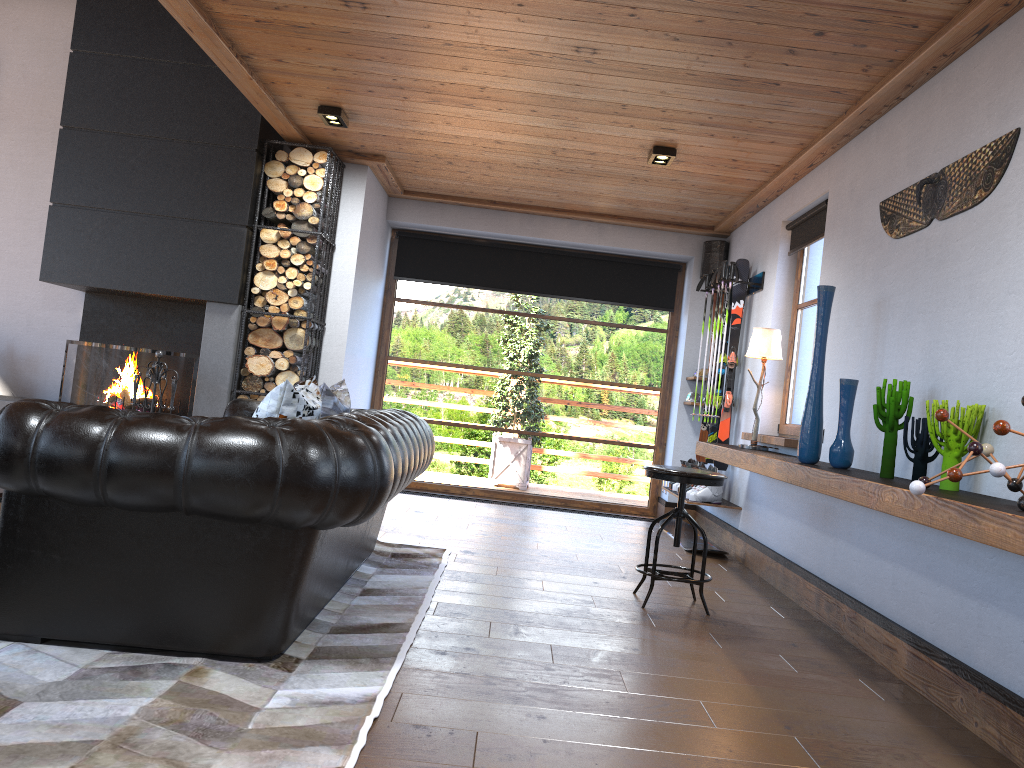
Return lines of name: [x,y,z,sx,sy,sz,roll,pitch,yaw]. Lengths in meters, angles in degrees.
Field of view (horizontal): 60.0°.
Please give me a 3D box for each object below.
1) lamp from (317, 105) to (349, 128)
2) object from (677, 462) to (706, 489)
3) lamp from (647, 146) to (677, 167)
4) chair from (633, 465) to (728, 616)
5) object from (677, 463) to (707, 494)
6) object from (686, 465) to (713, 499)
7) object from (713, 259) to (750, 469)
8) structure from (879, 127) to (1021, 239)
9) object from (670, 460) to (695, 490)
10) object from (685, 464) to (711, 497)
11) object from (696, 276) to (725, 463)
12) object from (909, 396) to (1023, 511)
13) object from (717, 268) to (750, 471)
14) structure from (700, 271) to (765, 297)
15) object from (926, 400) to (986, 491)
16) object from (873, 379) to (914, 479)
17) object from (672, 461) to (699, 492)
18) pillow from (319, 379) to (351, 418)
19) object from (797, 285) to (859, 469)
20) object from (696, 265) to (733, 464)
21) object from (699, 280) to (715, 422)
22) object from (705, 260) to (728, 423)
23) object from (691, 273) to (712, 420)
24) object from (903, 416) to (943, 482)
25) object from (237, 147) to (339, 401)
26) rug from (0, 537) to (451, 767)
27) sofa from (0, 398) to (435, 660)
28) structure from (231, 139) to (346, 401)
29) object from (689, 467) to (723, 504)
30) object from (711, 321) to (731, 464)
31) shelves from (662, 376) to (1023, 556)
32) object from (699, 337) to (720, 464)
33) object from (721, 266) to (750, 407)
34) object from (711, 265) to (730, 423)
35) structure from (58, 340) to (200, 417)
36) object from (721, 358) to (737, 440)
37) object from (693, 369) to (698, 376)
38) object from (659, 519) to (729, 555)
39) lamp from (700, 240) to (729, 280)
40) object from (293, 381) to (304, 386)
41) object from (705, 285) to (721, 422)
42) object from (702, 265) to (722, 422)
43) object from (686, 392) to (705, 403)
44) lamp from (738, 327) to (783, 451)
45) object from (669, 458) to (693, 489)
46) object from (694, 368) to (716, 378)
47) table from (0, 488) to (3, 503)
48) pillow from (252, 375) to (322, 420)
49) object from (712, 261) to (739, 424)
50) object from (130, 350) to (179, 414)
lamp: [-1.168,-1.757,5.807,0.155,0.068,0.261,7,-1,0]
object: [1.466,0.754,7.136,0.251,0.270,0.117,7,-2,5]
lamp: [0.987,-1.506,5.841,0.155,0.068,0.261,7,-1,0]
chair: [0.860,0.798,4.606,0.440,0.717,0.441,7,-2,4]
object: [1.447,0.750,7.008,0.250,0.270,0.117,6,-2,20]
object: [1.449,0.745,6.704,0.252,0.270,0.116,7,-2,-5]
object: [1.671,-0.157,6.714,0.115,1.607,0.095,7,-2,0]
structure: [1.812,-0.819,3.871,0.098,0.240,1.247,7,-1,0]
object: [1.453,0.757,7.380,0.251,0.270,0.117,7,-2,5]
object: [1.478,0.751,6.873,0.250,0.270,0.117,6,-2,15]
object: [1.675,-0.145,7.383,0.115,1.607,0.095,7,-2,0]
object: [1.540,0.198,2.748,0.516,0.349,0.652,6,-1,27]
object: [1.681,-0.139,6.811,0.115,1.607,0.095,7,-2,0]
structure: [1.743,-0.777,7.117,0.319,0.135,1.050,7,-1,0]
object: [1.621,0.226,3.254,0.201,0.332,0.180,8,-2,-41]
object: [1.566,0.187,3.669,0.147,0.411,0.157,8,-2,-31]
object: [1.452,0.755,7.257,0.251,0.270,0.117,7,-2,5]
pillow: [-0.973,0.193,4.460,0.283,0.469,0.528,7,-1,3]
object: [1.532,-0.038,4.227,0.112,0.863,0.271,8,-3,-44]
object: [1.630,-0.170,7.178,0.255,1.623,0.103,7,-2,-4]
object: [1.629,-0.306,7.462,0.059,1.250,0.120,7,-2,-18]
object: [1.547,-0.326,6.795,0.059,1.250,0.120,8,-2,-33]
object: [1.556,-0.315,7.425,0.122,1.250,0.058,7,-2,-18]
object: [1.605,0.263,3.475,0.124,0.261,0.128,8,-2,-30]
object: [-1.702,-0.430,6.617,0.494,2.613,0.466,7,-2,0]
rug: [-1.575,0.815,3.414,2.431,0.053,4.043,7,-1,1]
sofa: [-1.062,0.488,3.966,1.240,0.838,2.564,7,-1,0]
structure: [-1.695,-0.436,6.608,0.502,2.618,0.511,7,-2,0]
object: [1.448,0.743,6.578,0.252,0.270,0.116,7,-2,-5]
object: [1.712,-0.160,7.244,0.111,1.623,0.073,7,-2,-1]
shelves: [1.600,0.384,4.706,0.612,0.989,6.640,7,-1,1]
object: [1.686,-0.128,7.480,0.115,1.607,0.095,7,-2,0]
object: [1.730,-0.162,6.947,0.111,1.623,0.073,7,-2,-1]
object: [1.626,-0.314,6.994,0.059,1.250,0.120,7,-2,-18]
structure: [-2.824,-0.016,6.444,0.983,0.514,0.183,7,-2,-1]
object: [1.741,-0.160,7.022,0.111,1.623,0.073,7,-2,-1]
object: [1.705,-0.088,7.957,0.160,0.084,0.189,7,-1,-1]
object: [1.430,1.220,7.085,0.308,0.065,1.623,7,-1,0]
lamp: [1.821,-1.106,7.968,0.213,0.349,0.213,7,-2,0]
object: [-1.256,0.147,5.513,0.148,0.319,0.251,5,-2,41]
object: [1.627,-0.310,7.228,0.059,1.250,0.120,7,-2,-18]
object: [1.562,-0.321,7.007,0.059,1.250,0.119,8,-3,-43]
object: [1.679,0.128,7.869,0.186,0.084,0.355,6,-1,36]
lamp: [1.772,0.399,5.763,0.632,1.482,0.246,7,-2,3]
object: [1.456,0.759,7.498,0.252,0.270,0.116,7,-2,-10]
object: [1.704,-0.091,7.779,0.190,0.084,0.159,7,-1,-1]
table: [-2.258,0.577,3.328,0.399,0.350,0.651,7,-1,5]
pillow: [-0.978,0.182,3.780,0.283,0.469,0.528,7,-1,3]
object: [1.636,-0.316,6.740,0.059,1.250,0.119,8,-2,-38]
object: [-2.476,0.273,6.068,0.311,1.018,0.304,8,-3,-45]
